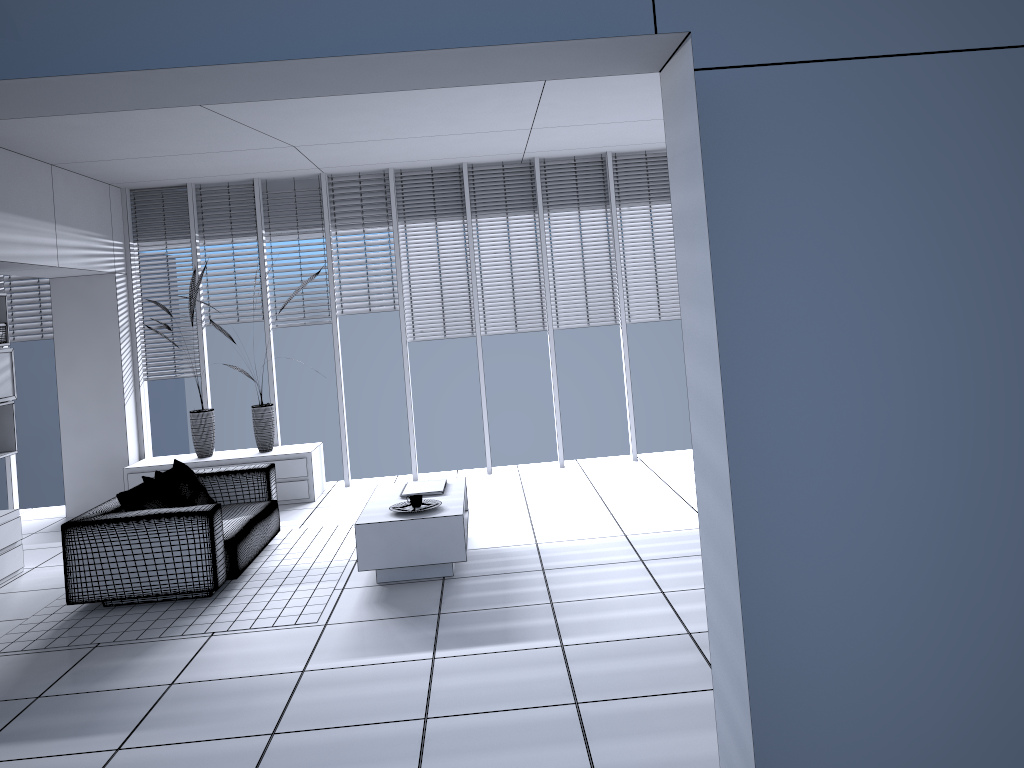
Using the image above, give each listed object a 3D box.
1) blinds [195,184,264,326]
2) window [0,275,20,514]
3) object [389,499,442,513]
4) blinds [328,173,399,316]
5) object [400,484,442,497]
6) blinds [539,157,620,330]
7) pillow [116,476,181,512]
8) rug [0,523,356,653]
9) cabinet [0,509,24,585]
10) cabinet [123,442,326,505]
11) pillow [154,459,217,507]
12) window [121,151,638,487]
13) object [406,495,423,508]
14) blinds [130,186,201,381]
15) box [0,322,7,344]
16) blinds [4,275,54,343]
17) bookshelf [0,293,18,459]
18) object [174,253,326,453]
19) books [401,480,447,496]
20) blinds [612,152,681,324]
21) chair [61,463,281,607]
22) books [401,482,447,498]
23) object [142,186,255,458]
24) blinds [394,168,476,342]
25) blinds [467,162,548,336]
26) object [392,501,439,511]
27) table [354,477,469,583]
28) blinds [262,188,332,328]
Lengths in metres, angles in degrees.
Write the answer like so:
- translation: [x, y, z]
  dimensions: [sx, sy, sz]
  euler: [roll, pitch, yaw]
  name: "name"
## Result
- translation: [-2.755, -1.274, 8.665]
  dimensions: [0.637, 1.367, 0.051]
  euler: [-5, -1, -2]
  name: "blinds"
- translation: [-5.223, -0.235, 8.490]
  dimensions: [0.689, 3.130, 0.100]
  euler: [-5, -1, -2]
  name: "window"
- translation: [-0.601, 0.771, 5.504]
  dimensions: [0.328, 0.024, 0.331]
  euler: [-2, 6, 28]
  name: "object"
- translation: [-1.471, -1.386, 8.718]
  dimensions: [0.637, 1.378, 0.039]
  euler: [-5, -1, -2]
  name: "blinds"
- translation: [-0.613, 0.722, 6.092]
  dimensions: [0.285, 0.008, 0.416]
  euler: [-5, 5, -1]
  name: "object"
- translation: [0.677, -1.408, 8.800]
  dimensions: [0.715, 1.692, 0.047]
  euler: [-5, -1, -2]
  name: "blinds"
- translation: [-2.310, 0.826, 5.725]
  dimensions: [0.340, 0.389, 0.568]
  euler: [-5, 3, -5]
  name: "pillow"
- translation: [-1.982, 1.260, 5.803]
  dimensions: [1.799, 0.001, 2.238]
  euler: [-5, 5, -2]
  name: "rug"
- translation: [-3.737, 1.237, 5.176]
  dimensions: [0.574, 0.449, 2.276]
  euler: [-5, 5, -2]
  name: "cabinet"
- translation: [-2.634, 0.884, 8.177]
  dimensions: [1.676, 0.450, 0.598]
  euler: [-5, 3, -2]
  name: "cabinet"
- translation: [-2.334, 0.755, 6.306]
  dimensions: [0.300, 0.398, 0.567]
  euler: [-5, 3, -4]
  name: "pillow"
- translation: [-0.918, -0.602, 8.633]
  dimensions: [5.503, 3.130, 0.100]
  euler: [-5, -1, -2]
  name: "window"
- translation: [-0.602, 0.735, 5.501]
  dimensions: [0.096, 0.070, 0.084]
  euler: [-6, 3, -21]
  name: "object"
- translation: [-3.376, -0.992, 8.633]
  dimensions: [0.637, 1.884, 0.057]
  euler: [-5, -1, -2]
  name: "blinds"
- translation: [-4.057, -0.378, 6.744]
  dimensions: [0.281, 0.162, 0.217]
  euler: [-5, 3, -2]
  name: "box"
- translation: [-4.653, -1.115, 8.620]
  dimensions: [0.637, 1.378, 0.039]
  euler: [-5, -1, -2]
  name: "blinds"
- translation: [-3.988, 0.046, 5.478]
  dimensions: [0.328, 1.249, 2.825]
  euler: [-5, 4, -2]
  name: "bookshelf"
- translation: [-2.401, -0.285, 8.056]
  dimensions: [1.552, 1.866, 0.691]
  euler: [-5, -1, -8]
  name: "object"
- translation: [-0.604, 0.714, 6.093]
  dimensions: [0.285, 0.008, 0.416]
  euler: [-5, 5, -1]
  name: "books"
- translation: [1.393, -1.469, 8.829]
  dimensions: [0.715, 1.692, 0.047]
  euler: [-5, -1, -2]
  name: "blinds"
- translation: [-2.191, 0.980, 6.009]
  dimensions: [0.960, 0.551, 1.653]
  euler: [-5, 4, -2]
  name: "chair"
- translation: [-0.603, 0.728, 6.103]
  dimensions: [0.285, 0.008, 0.416]
  euler: [-5, 5, -1]
  name: "books"
- translation: [-2.983, -0.827, 8.374]
  dimensions: [1.422, 2.989, 0.496]
  euler: [-5, -1, 26]
  name: "object"
- translation: [-0.746, -1.286, 8.743]
  dimensions: [0.715, 1.692, 0.047]
  euler: [-5, -1, -2]
  name: "blinds"
- translation: [-0.040, -1.346, 8.771]
  dimensions: [0.715, 1.692, 0.047]
  euler: [-5, -1, -2]
  name: "blinds"
- translation: [-0.602, 0.765, 5.501]
  dimensions: [0.214, 0.012, 0.218]
  euler: [0, 7, 44]
  name: "object"
- translation: [-0.622, 0.952, 5.853]
  dimensions: [0.650, 0.388, 1.204]
  euler: [-5, 4, -2]
  name: "table"
- translation: [-2.107, -1.248, 8.688]
  dimensions: [0.637, 1.358, 0.057]
  euler: [-5, -1, -2]
  name: "blinds"
